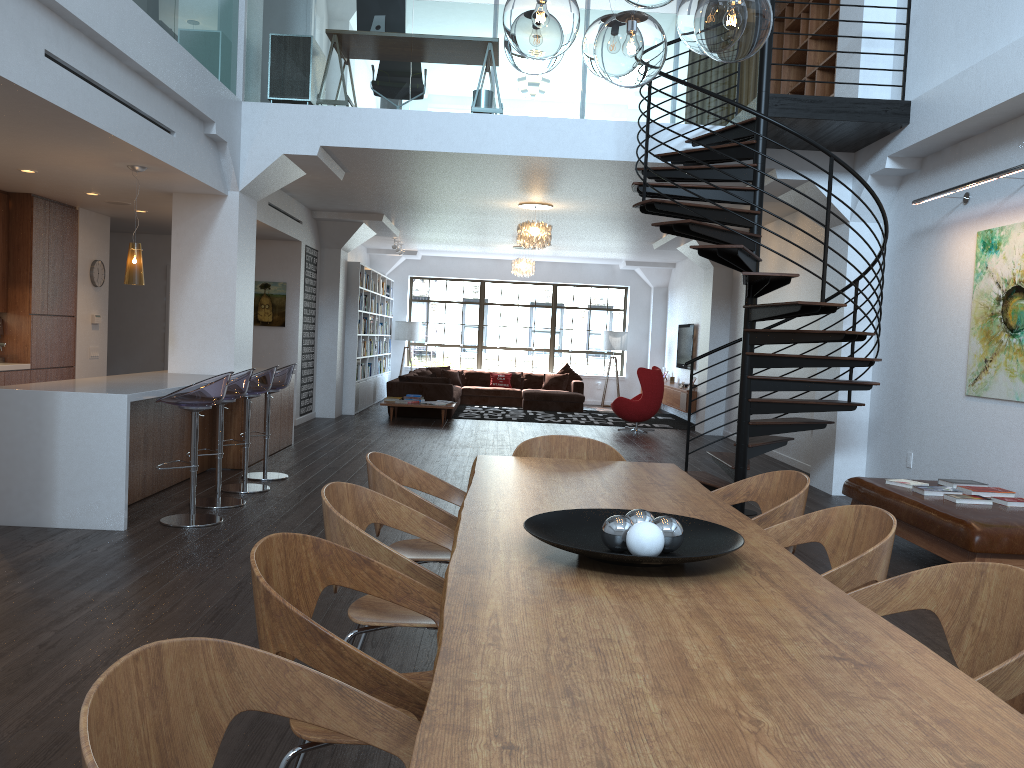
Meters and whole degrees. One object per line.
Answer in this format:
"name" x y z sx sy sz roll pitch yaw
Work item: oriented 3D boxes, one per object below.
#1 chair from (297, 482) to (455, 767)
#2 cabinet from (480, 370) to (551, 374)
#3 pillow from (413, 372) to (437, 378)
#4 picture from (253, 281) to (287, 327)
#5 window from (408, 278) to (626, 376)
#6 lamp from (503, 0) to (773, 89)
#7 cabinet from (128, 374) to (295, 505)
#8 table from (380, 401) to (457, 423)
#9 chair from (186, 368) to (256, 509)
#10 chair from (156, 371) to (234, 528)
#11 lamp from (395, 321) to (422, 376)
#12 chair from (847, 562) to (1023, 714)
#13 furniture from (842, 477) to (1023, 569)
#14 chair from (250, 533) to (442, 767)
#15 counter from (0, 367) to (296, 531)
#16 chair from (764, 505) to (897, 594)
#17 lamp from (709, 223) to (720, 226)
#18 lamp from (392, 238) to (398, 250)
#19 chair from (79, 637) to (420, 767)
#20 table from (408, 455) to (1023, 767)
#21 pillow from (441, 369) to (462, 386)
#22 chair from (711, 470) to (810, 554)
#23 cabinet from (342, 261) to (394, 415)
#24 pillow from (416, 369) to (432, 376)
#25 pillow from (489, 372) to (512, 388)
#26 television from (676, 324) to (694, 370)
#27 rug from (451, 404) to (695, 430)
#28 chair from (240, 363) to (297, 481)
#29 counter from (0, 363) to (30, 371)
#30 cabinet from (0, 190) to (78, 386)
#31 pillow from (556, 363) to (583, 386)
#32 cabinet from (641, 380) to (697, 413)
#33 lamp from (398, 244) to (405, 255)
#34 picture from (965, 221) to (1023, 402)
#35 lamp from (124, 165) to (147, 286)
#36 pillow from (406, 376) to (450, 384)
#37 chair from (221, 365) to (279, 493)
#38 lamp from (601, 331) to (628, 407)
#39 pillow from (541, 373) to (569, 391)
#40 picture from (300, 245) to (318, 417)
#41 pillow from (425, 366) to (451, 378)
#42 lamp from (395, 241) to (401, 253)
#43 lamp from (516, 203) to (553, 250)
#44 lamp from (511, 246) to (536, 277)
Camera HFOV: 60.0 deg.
"chair" -0.319 0.746 2.807 0.618 0.833 0.629 3 3 -1
"cabinet" 0.061 0.063 18.709 1.520 0.625 0.350 3 3 -1
"pillow" -1.393 -0.008 14.693 0.269 0.411 0.559 0 4 -45
"picture" -3.291 -1.083 12.004 0.450 0.600 0.030 3 3 -1
"window" 0.110 -1.225 19.189 4.648 1.905 0.114 3 3 -1
"lamp" 0.431 -2.024 2.598 0.849 2.140 1.787 3 3 -2
"cabinet" -2.902 0.379 7.841 0.898 0.796 4.493 3 3 -1
"table" -1.430 0.426 13.662 1.100 0.271 0.853 3 3 -1
"chair" -2.155 0.378 6.535 0.481 1.014 0.530 3 3 -3
"chair" -2.118 0.411 5.904 0.481 1.014 0.530 3 3 1
"lamp" -2.202 -0.515 18.582 0.545 1.579 0.545 2 3 -12
"chair" 0.906 0.841 2.071 0.618 0.833 0.629 3 3 -1
"furniture" 2.876 0.943 5.624 0.907 0.453 1.819 3 3 -1
"chair" -0.308 0.785 2.044 0.618 0.833 0.629 3 3 -1
"counter" -1.965 0.482 6.233 3.039 0.860 8.182 1 3 -30
"chair" 0.875 0.801 2.833 0.618 0.833 0.629 3 3 1
"lamp" 2.537 -2.019 11.040 0.120 0.211 0.111 0 4 -42
"lamp" -2.068 -2.467 15.634 0.111 0.211 0.120 5 3 33
"chair" -0.297 0.824 1.278 0.618 0.833 0.629 3 3 -1
"table" 0.307 0.836 2.426 1.012 0.750 3.803 3 3 -1
"pillow" -1.231 -0.126 17.643 0.489 0.337 0.238 1 3 -31
"chair" 0.871 0.760 3.600 0.617 0.830 0.629 3 3 -1
"cabinet" -2.702 -0.838 16.226 0.461 2.414 4.500 3 3 -1
"pillow" -1.522 -0.065 16.118 0.325 0.391 0.625 3 3 15
"pillow" -0.225 -0.071 17.802 0.465 0.308 0.220 2 3 -5
"television" 3.167 -0.688 16.253 0.013 0.816 1.324 3 3 -1
"rug" 1.034 0.569 15.734 4.200 0.007 3.100 3 3 1
"chair" -2.156 0.314 7.801 0.481 1.014 0.530 3 3 1
"counter" -4.940 -0.072 6.407 0.600 0.050 4.387 3 3 -1
"cabinet" -4.928 -0.510 6.843 0.598 2.499 5.299 3 3 -1
"pillow" 1.067 -0.131 17.863 0.651 0.587 0.335 2 3 -22
"cabinet" 2.967 0.178 16.359 0.459 0.350 4.501 3 3 -1
"lamp" -2.082 -2.520 16.657 0.120 0.211 0.111 1 3 -27
"picture" 3.396 -0.489 5.986 0.010 1.200 1.095 3 3 -1
"lamp" -2.039 -1.682 7.861 0.149 1.807 2.842 5 4 38
"pillow" -1.353 0.049 14.430 0.750 0.364 0.289 3 3 -2
"chair" -2.147 0.346 7.172 0.481 1.014 0.530 3 3 -3
"lamp" 2.108 -0.312 18.550 0.545 1.579 0.545 3 3 10
"pillow" 0.860 -0.050 17.699 0.542 0.362 0.248 4 3 20
"picture" -2.896 -0.752 12.677 0.021 2.380 0.800 3 3 -1
"pillow" -1.422 -0.158 17.736 0.580 0.418 0.334 1 3 -28
"lamp" -2.075 -2.493 16.139 0.120 0.211 0.111 0 4 -42
"lamp" 0.283 -1.954 11.057 0.441 0.539 0.442 5 4 41
"lamp" 0.210 -2.213 16.111 0.441 0.539 0.442 5 4 41
